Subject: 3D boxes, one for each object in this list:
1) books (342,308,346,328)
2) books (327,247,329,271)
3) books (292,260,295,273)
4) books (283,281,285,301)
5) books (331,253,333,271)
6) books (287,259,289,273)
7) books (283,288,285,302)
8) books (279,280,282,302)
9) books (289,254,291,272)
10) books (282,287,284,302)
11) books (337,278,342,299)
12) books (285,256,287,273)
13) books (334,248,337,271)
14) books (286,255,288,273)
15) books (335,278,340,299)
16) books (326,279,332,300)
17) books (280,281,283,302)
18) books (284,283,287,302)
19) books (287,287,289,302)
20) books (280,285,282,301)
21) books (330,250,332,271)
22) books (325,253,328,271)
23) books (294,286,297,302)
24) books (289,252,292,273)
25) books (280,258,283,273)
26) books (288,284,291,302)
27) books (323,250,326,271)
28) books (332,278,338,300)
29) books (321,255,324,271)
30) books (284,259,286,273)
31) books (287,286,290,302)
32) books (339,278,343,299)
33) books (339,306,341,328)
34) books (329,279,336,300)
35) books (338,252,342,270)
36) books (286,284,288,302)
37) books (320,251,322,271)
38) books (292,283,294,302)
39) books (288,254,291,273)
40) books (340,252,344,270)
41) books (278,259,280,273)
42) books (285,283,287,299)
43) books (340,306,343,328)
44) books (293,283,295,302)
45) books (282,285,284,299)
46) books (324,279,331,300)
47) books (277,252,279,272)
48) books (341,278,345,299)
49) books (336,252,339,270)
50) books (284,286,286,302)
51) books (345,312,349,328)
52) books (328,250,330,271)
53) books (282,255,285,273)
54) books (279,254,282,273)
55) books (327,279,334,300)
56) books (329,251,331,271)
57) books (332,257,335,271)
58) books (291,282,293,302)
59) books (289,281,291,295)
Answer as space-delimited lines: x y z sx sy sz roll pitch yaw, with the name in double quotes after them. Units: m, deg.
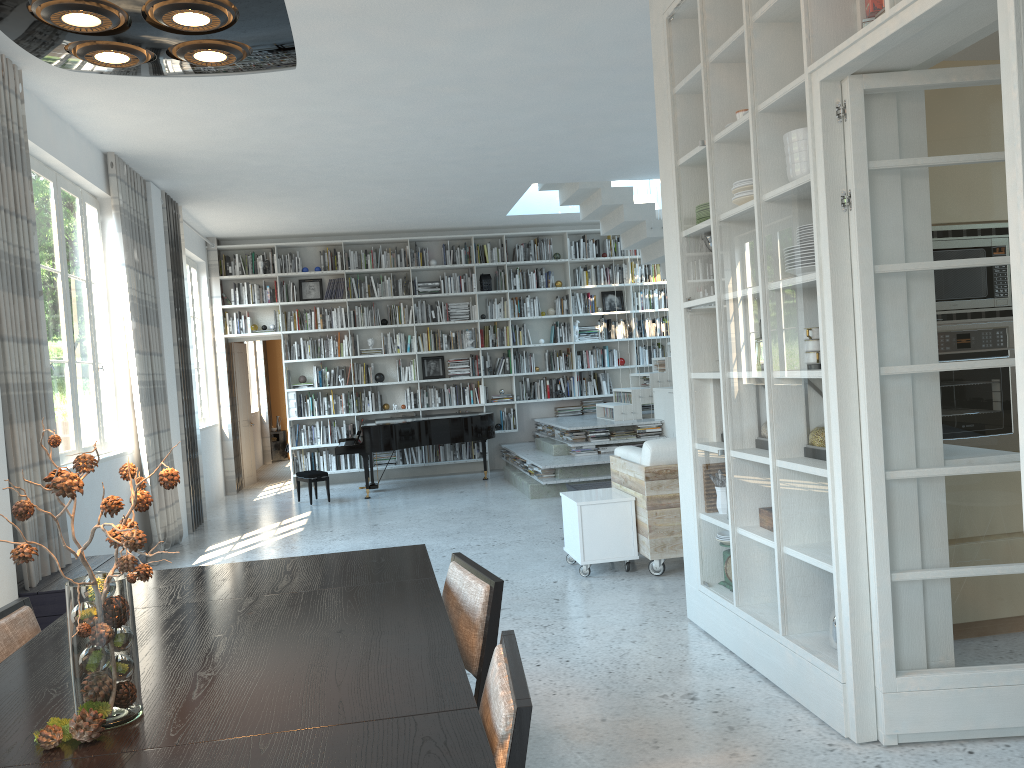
-2.186 -0.851 11.530 0.035 0.264 0.177 -4 2 -9 "books"
-2.383 -1.602 11.512 0.014 0.321 0.136 -4 2 -9 "books"
-2.816 -1.502 11.425 0.026 0.182 0.161 -4 2 -9 "books"
-2.928 -1.179 11.418 0.006 0.289 0.144 -4 2 -9 "books"
-2.335 -1.572 11.524 0.013 0.254 0.129 -4 2 -9 "books"
-2.875 -1.503 11.427 0.014 0.192 0.146 -4 2 -9 "books"
-2.933 -1.173 11.415 0.005 0.277 0.146 -4 2 -9 "books"
-2.971 -1.178 11.395 0.005 0.293 0.184 -4 2 -9 "books"
-2.849 -1.544 11.415 0.007 0.272 0.154 -4 2 -9 "books"
-2.945 -1.135 11.414 0.015 0.207 0.172 -4 2 -9 "books"
-2.245 -1.226 11.540 0.078 0.286 0.174 -4 2 -9 "books"
-2.902 -1.517 11.408 0.013 0.225 0.177 -4 2 -9 "books"
-2.286 -1.597 11.495 0.025 0.297 0.163 -4 2 -9 "books"
-2.889 -1.527 11.415 0.016 0.243 0.156 -4 2 -9 "books"
-2.266 -1.225 11.532 0.078 0.286 0.174 -4 2 -9 "books"
-2.373 -1.212 11.515 0.110 0.280 0.174 -4 2 -9 "books"
-2.958 -1.175 11.407 0.006 0.287 0.148 -4 2 -9 "books"
-2.906 -1.166 11.410 0.009 0.260 0.184 -4 2 -9 "books"
-2.884 -1.145 11.442 0.012 0.214 0.132 -4 2 -9 "books"
-2.968 -1.148 11.430 0.006 0.233 0.136 -4 2 -9 "books"
-2.343 -1.581 11.493 0.011 0.274 0.183 -4 2 -9 "books"
-2.398 -1.565 11.484 0.028 0.249 0.155 -4 2 -9 "books"
-2.787 -1.151 11.421 0.012 0.214 0.185 -4 2 -9 "books"
-2.837 -1.549 11.402 0.015 0.279 0.190 -4 2 -9 "books"
-2.955 -1.506 11.410 0.032 0.210 0.158 -4 2 -9 "books"
-2.856 -1.161 11.421 0.019 0.244 0.153 -4 2 -9 "books"
-2.425 -1.578 11.481 0.024 0.280 0.187 -4 2 -9 "books"
-2.296 -1.219 11.507 0.097 0.282 0.174 -4 2 -9 "books"
-2.449 -1.546 11.482 0.028 0.218 0.153 -4 2 -9 "books"
-2.919 -1.500 11.422 0.017 0.194 0.129 -4 2 -9 "books"
-2.864 -1.148 11.409 0.018 0.219 0.186 -4 2 -9 "books"
-2.222 -1.228 11.539 0.078 0.286 0.174 -4 2 -9 "books"
-2.230 -0.862 11.513 0.012 0.291 0.182 -4 2 -9 "books"
-2.328 -1.215 11.522 0.110 0.280 0.174 -4 2 -9 "books"
-2.237 -1.579 11.514 0.031 0.254 0.178 -4 2 -9 "books"
-2.887 -1.160 11.400 0.004 0.246 0.189 -4 2 -9 "books"
-2.473 -1.574 11.491 0.013 0.278 0.151 -4 2 -9 "books"
-2.813 -1.167 11.426 0.011 0.250 0.168 -4 2 -9 "books"
-2.861 -1.538 11.415 0.016 0.261 0.154 -4 2 -9 "books"
-2.204 -1.580 11.534 0.039 0.252 0.146 -4 2 -9 "books"
-2.985 -1.500 11.400 0.017 0.204 0.142 -4 2 -9 "books"
-2.897 -1.161 11.420 0.010 0.249 0.166 -4 2 -9 "books"
-2.215 -0.862 11.528 0.022 0.289 0.169 -4 2 -9 "books"
-2.802 -1.171 11.426 0.012 0.255 0.166 -4 2 -9 "books"
-2.937 -1.153 11.415 0.005 0.238 0.154 -4 2 -9 "books"
-2.394 -1.210 11.503 0.110 0.280 0.174 -4 2 -9 "books"
-3.000 -1.540 11.405 0.007 0.285 0.159 -4 2 -9 "books"
-2.197 -1.229 11.529 0.078 0.286 0.174 -4 2 -9 "books"
-2.266 -1.580 11.523 0.022 0.260 0.152 -4 2 -9 "books"
-2.908 -1.142 11.396 0.004 0.214 0.186 -4 2 -9 "books"
-2.143 -0.823 11.512 0.039 0.202 0.236 -4 1 -9 "books"
-2.366 -1.584 11.500 0.013 0.283 0.166 -4 2 -9 "books"
-2.933 -1.527 11.405 0.012 0.249 0.180 -4 2 -9 "books"
-2.976 -1.529 11.407 0.007 0.259 0.156 -4 2 -9 "books"
-2.348 -1.213 11.501 0.110 0.280 0.174 -4 2 -9 "books"
-2.353 -1.575 11.490 0.010 0.263 0.156 -4 2 -9 "books"
-2.310 -1.542 11.503 0.027 0.190 0.177 -4 1 -9 "books"
-2.829 -1.170 11.414 0.023 0.258 0.183 -4 2 -9 "books"
-2.845 -1.181 11.421 0.005 0.281 0.190 -4 2 -9 "books"
